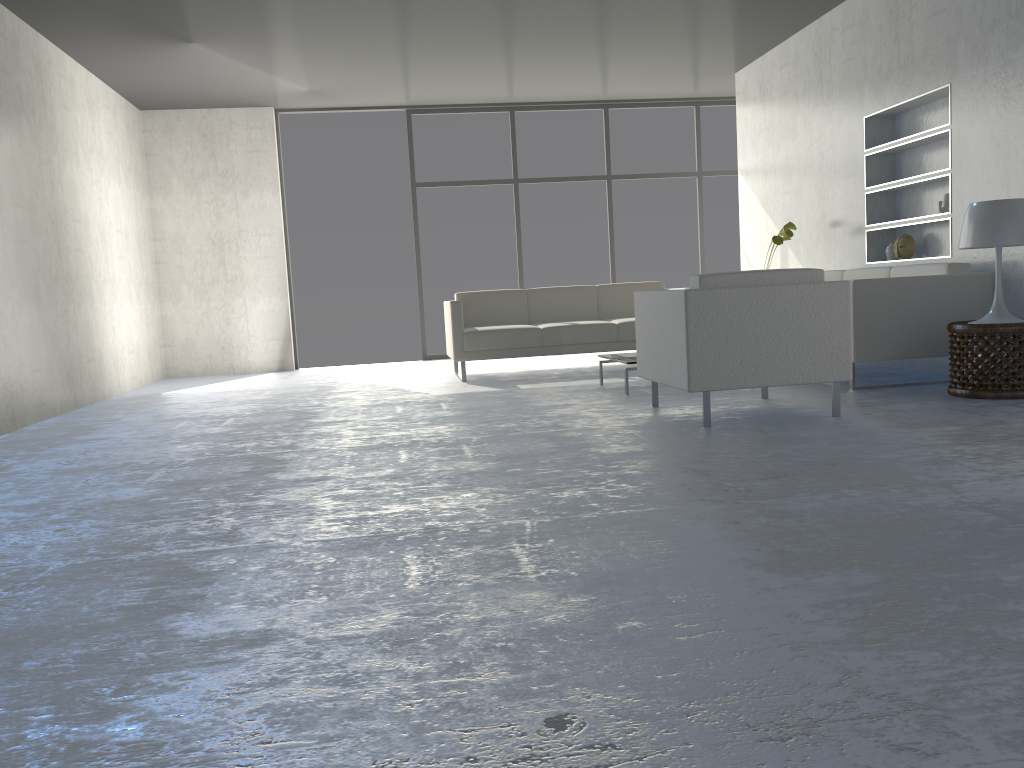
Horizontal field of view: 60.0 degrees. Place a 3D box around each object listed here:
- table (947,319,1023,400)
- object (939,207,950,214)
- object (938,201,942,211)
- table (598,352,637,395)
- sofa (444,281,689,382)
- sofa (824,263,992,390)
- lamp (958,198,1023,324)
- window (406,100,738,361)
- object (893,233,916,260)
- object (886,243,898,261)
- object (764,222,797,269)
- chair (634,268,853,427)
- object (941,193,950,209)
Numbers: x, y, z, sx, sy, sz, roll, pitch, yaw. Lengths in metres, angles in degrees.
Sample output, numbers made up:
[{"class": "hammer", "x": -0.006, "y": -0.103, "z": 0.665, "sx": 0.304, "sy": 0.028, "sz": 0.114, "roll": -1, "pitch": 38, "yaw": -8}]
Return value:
[{"class": "table", "x": 2.367, "y": -0.126, "z": 4.313, "sx": 0.452, "sy": 0.358, "sz": 0.452, "roll": -7, "pitch": 7, "yaw": -32}, {"class": "object", "x": 2.576, "y": -1.030, "z": 5.283, "sx": 0.064, "sy": 0.050, "sz": 0.064, "roll": -3, "pitch": 6, "yaw": -2}, {"class": "object", "x": 2.619, "y": -1.068, "z": 5.417, "sx": 0.074, "sy": 0.094, "sz": 0.074, "roll": -9, "pitch": 8, "yaw": -43}, {"class": "table", "x": 0.996, "y": -0.090, "z": 5.513, "sx": 0.773, "sy": 0.190, "sz": 0.730, "roll": -4, "pitch": 6, "yaw": -7}, {"class": "sofa", "x": 0.445, "y": -0.437, "z": 6.932, "sx": 1.881, "sy": 0.658, "sz": 0.821, "roll": -4, "pitch": 6, "yaw": -7}, {"class": "sofa", "x": 2.072, "y": -0.402, "z": 5.674, "sx": 0.821, "sy": 0.658, "sz": 1.881, "roll": -4, "pitch": 6, "yaw": -7}, {"class": "lamp", "x": 2.342, "y": -0.584, "z": 4.269, "sx": 0.347, "sy": 0.582, "sz": 0.347, "roll": -8, "pitch": 7, "yaw": -39}, {"class": "window", "x": 1.043, "y": -1.604, "z": 9.102, "sx": 4.080, "sy": 2.477, "sz": 0.037, "roll": -4, "pitch": 6, "yaw": -7}, {"class": "object", "x": 2.553, "y": -0.895, "z": 5.812, "sx": 0.088, "sy": 0.179, "sz": 0.163, "roll": -5, "pitch": 6, "yaw": -17}, {"class": "object", "x": 2.560, "y": -0.885, "z": 5.965, "sx": 0.086, "sy": 0.128, "sz": 0.086, "roll": -3, "pitch": 6, "yaw": 3}, {"class": "object", "x": 1.962, "y": -0.696, "z": 6.722, "sx": 0.387, "sy": 1.051, "sz": 0.400, "roll": -1, "pitch": 6, "yaw": 20}, {"class": "chair", "x": 1.057, "y": -0.199, "z": 4.212, "sx": 0.748, "sy": 0.662, "sz": 0.821, "roll": -4, "pitch": 6, "yaw": -7}, {"class": "object", "x": 2.624, "y": -1.079, "z": 5.331, "sx": 0.079, "sy": 0.130, "sz": 0.079, "roll": -4, "pitch": 6, "yaw": -9}]
